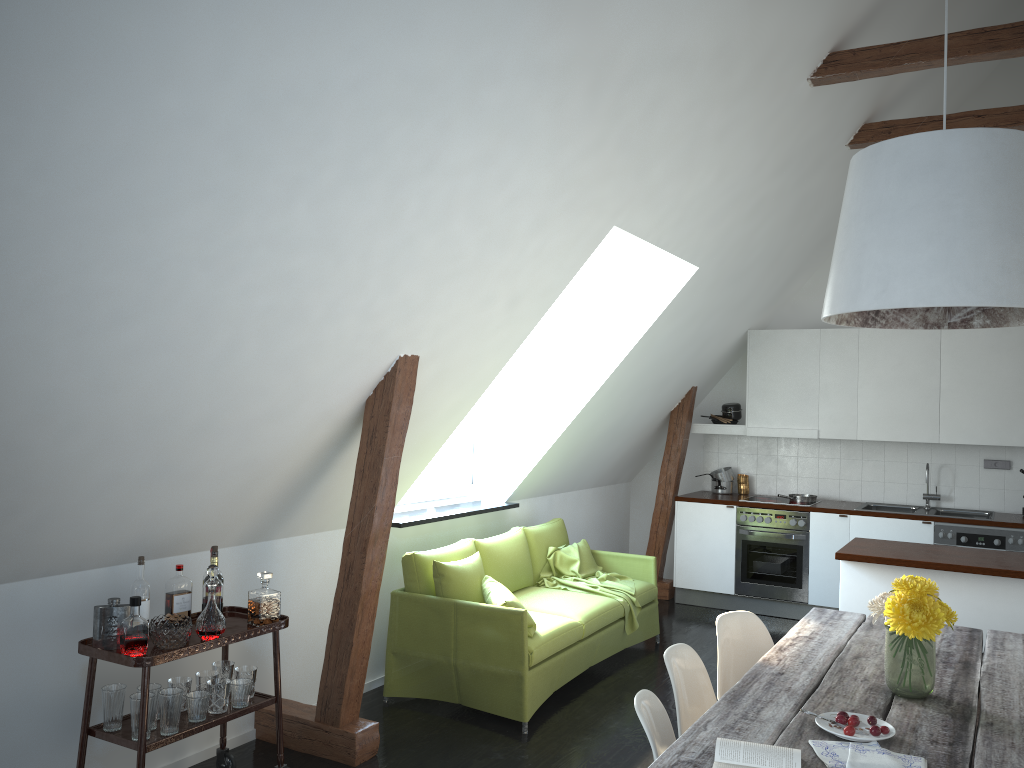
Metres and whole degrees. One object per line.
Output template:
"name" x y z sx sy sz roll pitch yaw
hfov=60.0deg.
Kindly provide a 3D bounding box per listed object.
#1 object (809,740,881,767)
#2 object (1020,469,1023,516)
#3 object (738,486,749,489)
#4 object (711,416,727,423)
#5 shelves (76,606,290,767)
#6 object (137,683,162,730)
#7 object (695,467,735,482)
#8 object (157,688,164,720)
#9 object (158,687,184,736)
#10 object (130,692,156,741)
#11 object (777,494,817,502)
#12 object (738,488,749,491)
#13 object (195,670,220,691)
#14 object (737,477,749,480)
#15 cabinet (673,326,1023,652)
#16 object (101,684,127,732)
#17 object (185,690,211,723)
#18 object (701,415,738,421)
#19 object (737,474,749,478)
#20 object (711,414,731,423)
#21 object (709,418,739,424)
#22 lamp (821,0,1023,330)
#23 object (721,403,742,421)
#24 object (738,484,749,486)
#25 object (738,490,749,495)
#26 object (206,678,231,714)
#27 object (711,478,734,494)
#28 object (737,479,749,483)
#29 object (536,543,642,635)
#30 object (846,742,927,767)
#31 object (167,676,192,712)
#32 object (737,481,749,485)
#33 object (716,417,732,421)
"object" 0.862 0.936 2.245 0.182 0.014 0.185 2 -1 3
"object" 4.011 0.833 6.744 0.353 0.370 0.206 2 -2 -14
"object" 2.073 0.933 7.949 0.099 0.051 0.099 1 -2 15
"object" 1.837 0.313 7.892 0.065 0.065 0.332 2 -1 -4
"shelves" -1.276 1.332 3.501 0.438 0.732 0.803 1 -2 25
"object" -1.361 1.212 3.321 0.087 0.155 0.087 2 -1 2
"object" 1.824 0.829 8.009 0.371 0.169 0.203 2 -1 1
"object" -1.376 1.242 3.433 0.092 0.099 0.092 1 -1 7
"object" -1.265 1.214 3.281 0.087 0.155 0.087 2 -1 2
"object" -1.346 1.210 3.224 0.087 0.155 0.087 2 -1 2
"object" 2.396 0.955 7.489 0.351 0.061 0.232 2 -1 3
"object" 2.074 0.950 7.947 0.099 0.048 0.100 3 -2 -43
"object" -1.246 1.240 3.621 0.095 0.119 0.095 2 -1 -9
"object" 2.070 0.855 7.951 0.100 0.036 0.100 3 -2 -32
"cabinet" 2.870 0.702 5.902 4.208 2.369 3.033 1 -2 29
"object" -1.486 1.208 3.306 0.087 0.155 0.087 2 -1 2
"object" -1.214 1.247 3.424 0.092 0.099 0.092 1 -1 7
"object" 1.853 0.318 7.987 0.357 0.075 0.244 2 -1 0
"object" 2.071 0.835 7.950 0.100 0.047 0.099 1 -2 25
"object" 1.852 0.306 7.894 0.061 0.077 0.331 2 -1 -12
"object" 1.897 0.332 7.918 0.243 0.056 0.350 1 -2 18
"lamp" 1.387 -1.602 2.761 0.757 2.813 0.697 2 -1 -11
"object" 1.969 0.250 7.953 0.190 0.166 0.200 2 -1 -8
"object" 2.073 0.912 7.953 0.099 0.043 0.100 1 -2 17
"object" 2.076 0.972 7.946 0.100 0.036 0.100 1 -2 26
"object" -1.166 1.240 3.521 0.095 0.119 0.095 2 -1 -9
"object" 1.891 0.908 7.934 0.200 0.154 0.348 1 -1 9
"object" 2.069 0.872 7.951 0.100 0.036 0.100 2 -1 -4
"object" 0.594 1.385 6.112 0.722 0.493 0.711 1 -2 24
"object" 0.927 0.936 2.190 0.182 0.016 0.179 1 -2 24
"object" -1.324 1.236 3.528 0.095 0.119 0.095 2 -1 -9
"object" 2.072 0.890 7.953 0.099 0.057 0.101 0 -2 41
"object" 1.898 0.311 7.920 0.065 0.031 0.335 2 -1 -13
